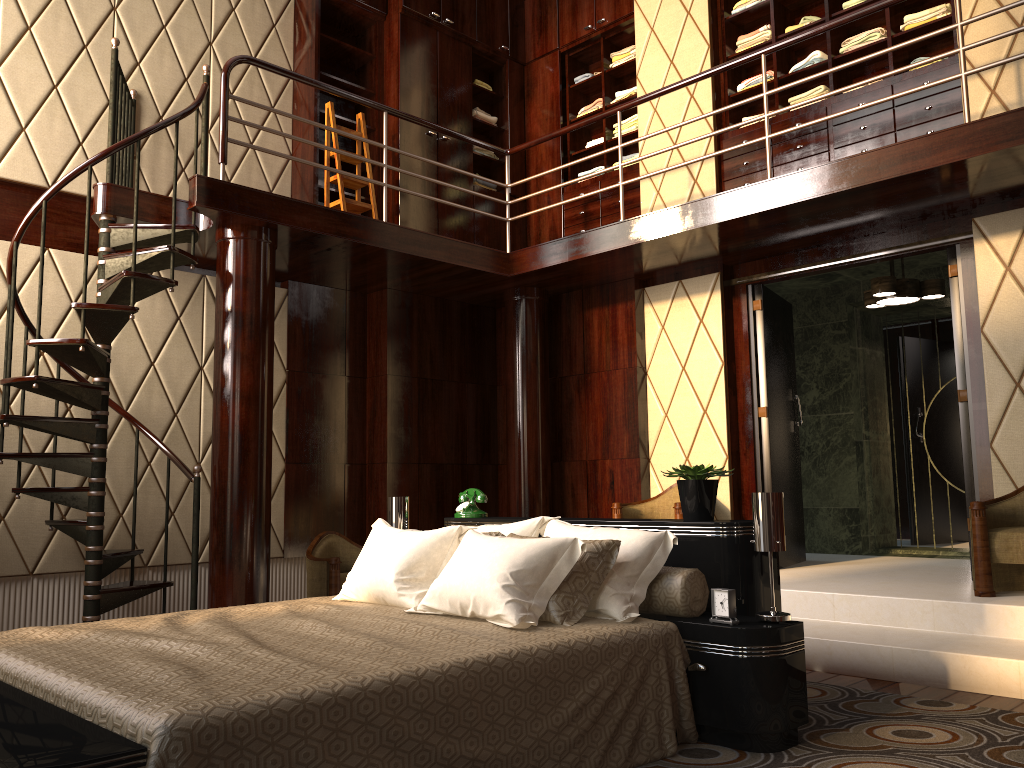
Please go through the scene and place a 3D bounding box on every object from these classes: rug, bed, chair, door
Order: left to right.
[{"bbox_3d":[-0.972,1.164,5.303,0.571,0.550,0.462,6,-10,-45],"label":"chair"},{"bbox_3d":[-0.454,1.091,2.535,3.735,0.006,2.910,6,-10,-45],"label":"rug"},{"bbox_3d":[-0.472,0.787,2.752,2.381,0.660,1.985,6,-10,-45],"label":"bed"},{"bbox_3d":[0.945,0.870,5.430,0.462,0.550,0.571,6,-10,-45],"label":"chair"},{"bbox_3d":[2.205,0.229,5.431,1.435,1.820,0.828,-7,-10,43],"label":"door"},{"bbox_3d":[2.410,0.671,3.978,0.462,0.550,0.571,6,-10,-45],"label":"chair"}]

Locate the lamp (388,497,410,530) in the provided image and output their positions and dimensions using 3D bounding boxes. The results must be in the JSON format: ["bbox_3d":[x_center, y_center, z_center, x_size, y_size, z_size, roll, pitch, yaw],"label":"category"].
[{"bbox_3d":[-0.507,0.702,3.992,0.109,0.385,0.106,5,-9,-37],"label":"lamp"}]

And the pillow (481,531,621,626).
[{"bbox_3d":[-0.108,0.657,3.088,0.293,0.271,1.123,6,-10,-44],"label":"pillow"}]

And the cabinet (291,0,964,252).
[{"bbox_3d":[1.489,-2.183,4.945,2.576,2.432,6.767,6,-10,-45],"label":"cabinet"}]

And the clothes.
[{"bbox_3d":[1.692,-2.123,5.760,4.996,0.954,0.818,-6,-9,37],"label":"clothes"}]

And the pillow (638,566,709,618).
[{"bbox_3d":[0.108,0.740,3.345,0.173,0.167,1.396,6,-10,-45],"label":"pillow"}]

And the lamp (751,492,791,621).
[{"bbox_3d":[0.801,0.530,2.745,0.109,0.385,0.106,5,-9,-37],"label":"lamp"}]

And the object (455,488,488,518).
[{"bbox_3d":[-0.180,0.540,4.032,0.158,0.131,0.178,-2,-7,7],"label":"object"}]

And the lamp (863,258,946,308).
[{"bbox_3d":[2.464,-0.697,5.771,0.515,0.347,0.467,1,-7,-15],"label":"lamp"}]

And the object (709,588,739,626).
[{"bbox_3d":[0.646,0.679,2.709,0.034,0.103,0.088,4,-9,-37],"label":"object"}]

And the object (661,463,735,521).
[{"bbox_3d":[0.667,0.389,3.193,0.256,0.205,0.241,-4,-8,26],"label":"object"}]

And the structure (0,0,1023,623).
[{"bbox_3d":[0.623,-0.374,3.823,3.750,3.189,6.107,6,-10,-45],"label":"structure"}]

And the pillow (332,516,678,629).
[{"bbox_3d":[-0.108,0.637,3.127,0.685,0.320,1.322,6,-10,-43],"label":"pillow"}]

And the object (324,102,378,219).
[{"bbox_3d":[-1.039,-1.371,5.810,0.275,0.974,0.258,6,-10,-45],"label":"object"}]
